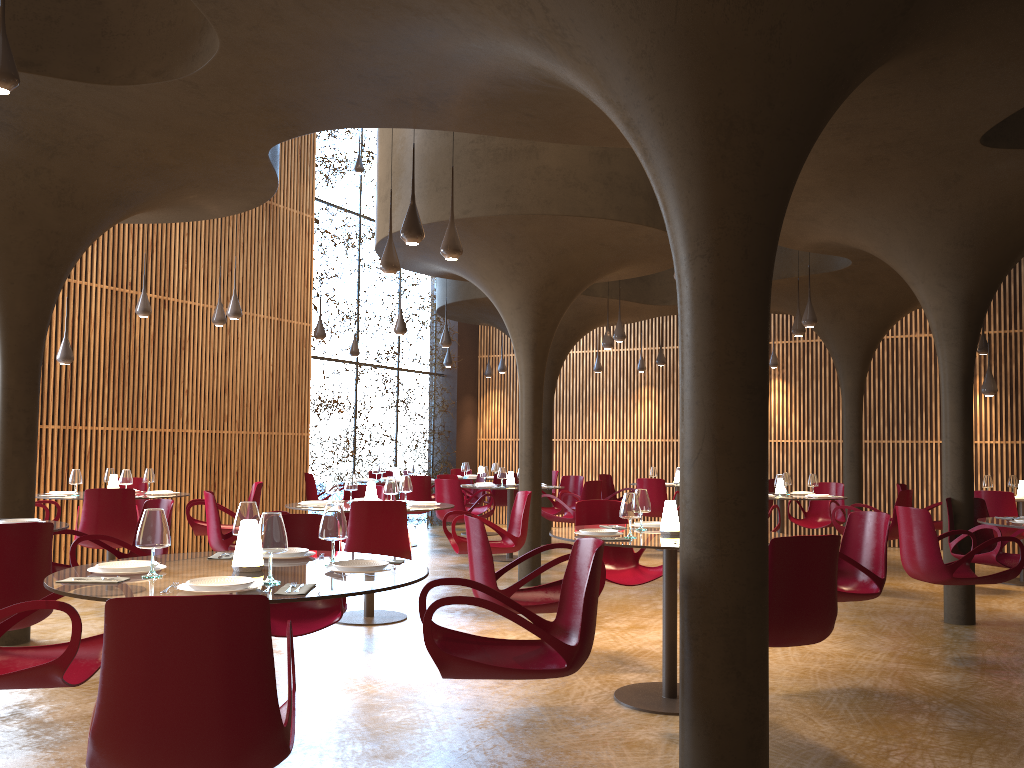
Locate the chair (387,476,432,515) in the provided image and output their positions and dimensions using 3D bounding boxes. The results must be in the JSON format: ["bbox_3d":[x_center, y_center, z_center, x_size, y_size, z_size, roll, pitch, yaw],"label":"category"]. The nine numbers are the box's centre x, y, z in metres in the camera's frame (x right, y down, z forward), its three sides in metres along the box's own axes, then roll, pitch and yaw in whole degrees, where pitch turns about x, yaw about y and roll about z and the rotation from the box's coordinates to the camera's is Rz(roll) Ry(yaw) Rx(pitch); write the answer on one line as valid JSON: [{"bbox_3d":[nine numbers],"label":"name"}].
[{"bbox_3d":[-1.626,1.789,14.342,0.625,0.635,0.873,2,-4,-21],"label":"chair"}]

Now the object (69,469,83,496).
[{"bbox_3d":[-4.909,1.107,9.974,0.142,0.295,0.142,-1,-3,30],"label":"object"}]

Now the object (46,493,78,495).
[{"bbox_3d":[-5.116,1.249,10.078,0.332,0.014,0.332,-1,-5,21],"label":"object"}]

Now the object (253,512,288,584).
[{"bbox_3d":[-1.020,0.693,3.749,0.142,0.295,0.142,0,-3,19],"label":"object"}]

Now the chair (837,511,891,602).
[{"bbox_3d":[2.295,1.251,6.428,0.873,0.635,0.626,2,-4,-16],"label":"chair"}]

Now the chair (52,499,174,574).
[{"bbox_3d":[-3.052,1.216,6.785,0.625,0.635,0.873,-2,-5,42],"label":"chair"}]

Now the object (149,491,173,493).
[{"bbox_3d":[-4.132,1.277,10.436,0.263,0.029,0.263,4,-6,-42],"label":"object"}]

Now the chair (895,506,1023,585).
[{"bbox_3d":[3.627,1.331,7.311,0.872,0.635,0.626,1,-3,-9],"label":"chair"}]

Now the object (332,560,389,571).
[{"bbox_3d":[-0.710,0.854,4.158,0.263,0.029,0.263,-1,-5,22],"label":"object"}]

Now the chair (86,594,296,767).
[{"bbox_3d":[-1.040,0.957,2.956,0.625,0.635,0.874,1,-4,-13],"label":"chair"}]

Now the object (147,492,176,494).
[{"bbox_3d":[-4.132,1.287,10.436,0.332,0.014,0.332,4,-5,-36],"label":"object"}]

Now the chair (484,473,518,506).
[{"bbox_3d":[-0.232,1.971,16.601,0.625,0.635,0.873,2,-4,-21],"label":"chair"}]

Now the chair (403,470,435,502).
[{"bbox_3d":[-1.701,2.008,17.331,0.873,0.635,0.625,2,-4,-26],"label":"chair"}]

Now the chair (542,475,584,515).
[{"bbox_3d":[0.801,1.840,14.661,0.625,0.635,0.873,-2,-5,39],"label":"chair"}]

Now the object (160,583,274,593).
[{"bbox_3d":[-1.175,0.816,3.563,0.410,0.012,0.204,1,-4,-7],"label":"object"}]

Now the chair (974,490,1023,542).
[{"bbox_3d":[6.030,1.628,10.970,0.625,0.635,0.873,-2,-5,40],"label":"chair"}]

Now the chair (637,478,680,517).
[{"bbox_3d":[2.336,1.834,14.351,0.625,0.635,0.874,-1,-4,24],"label":"chair"}]

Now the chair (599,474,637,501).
[{"bbox_3d":[1.978,1.942,15.865,0.873,0.635,0.625,-2,-4,34],"label":"chair"}]

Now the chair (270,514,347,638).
[{"bbox_3d":[-1.299,1.126,5.294,0.625,0.635,0.874,1,-4,-8],"label":"chair"}]

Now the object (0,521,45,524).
[{"bbox_3d":[-3.492,0.989,6.286,0.332,0.014,0.332,-1,-4,20],"label":"object"}]

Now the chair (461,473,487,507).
[{"bbox_3d":[-0.873,1.908,15.851,0.873,0.635,0.626,2,-4,-21],"label":"chair"}]

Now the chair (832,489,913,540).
[{"bbox_3d":[4.508,1.613,11.003,0.873,0.635,0.625,-2,-5,39],"label":"chair"}]

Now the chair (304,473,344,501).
[{"bbox_3d":[-3.095,1.826,15.073,0.873,0.635,0.625,2,-4,-26],"label":"chair"}]

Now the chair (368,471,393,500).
[{"bbox_3d":[-2.395,1.936,16.462,0.625,0.635,0.874,2,-4,-16],"label":"chair"}]

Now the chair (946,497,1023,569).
[{"bbox_3d":[4.652,1.437,8.589,0.625,0.635,0.874,1,-4,-14],"label":"chair"}]

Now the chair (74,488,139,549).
[{"bbox_3d":[-4.184,1.380,9.191,0.625,0.635,0.873,2,-4,-26],"label":"chair"}]

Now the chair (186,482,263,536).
[{"bbox_3d":[-3.454,1.496,10.658,0.873,0.635,0.626,2,-4,-21],"label":"chair"}]

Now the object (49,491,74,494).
[{"bbox_3d":[-5.116,1.240,10.079,0.263,0.029,0.263,2,-5,-24],"label":"object"}]

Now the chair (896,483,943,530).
[{"bbox_3d":[5.943,1.747,12.607,0.873,0.635,0.625,-2,-4,35],"label":"chair"}]

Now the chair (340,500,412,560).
[{"bbox_3d":[-1.186,1.304,7.685,0.625,0.635,0.874,1,-4,-13],"label":"chair"}]

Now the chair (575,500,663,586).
[{"bbox_3d":[0.855,1.299,7.310,0.625,0.635,0.874,2,-4,-16],"label":"chair"}]

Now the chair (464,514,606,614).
[{"bbox_3d":[0.115,1.183,5.849,0.872,0.635,0.626,1,-4,-11],"label":"chair"}]

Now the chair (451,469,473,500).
[{"bbox_3d":[-1.002,2.118,18.720,0.625,0.635,0.874,2,-4,-16],"label":"chair"}]

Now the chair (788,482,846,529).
[{"bbox_3d":[4.405,1.736,12.687,0.625,0.635,0.873,-2,-5,39],"label":"chair"}]

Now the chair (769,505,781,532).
[{"bbox_3d":[2.871,1.587,10.903,0.625,0.635,0.873,-2,-4,34],"label":"chair"}]

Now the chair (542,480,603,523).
[{"bbox_3d":[0.904,1.717,12.978,0.873,0.635,0.625,-2,-5,39],"label":"chair"}]

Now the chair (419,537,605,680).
[{"bbox_3d":[0.003,1.062,4.220,0.872,0.635,0.626,1,-3,-8],"label":"chair"}]

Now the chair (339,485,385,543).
[{"bbox_3d":[-1.660,1.460,9.889,0.625,0.635,0.874,1,-4,-8],"label":"chair"}]

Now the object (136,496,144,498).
[{"bbox_3d":[-4.151,1.248,9.817,0.126,0.017,0.262,2,-4,-16],"label":"object"}]

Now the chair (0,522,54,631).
[{"bbox_3d":[-3.027,1.092,5.099,0.873,0.635,0.625,-3,-5,42],"label":"chair"}]

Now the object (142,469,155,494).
[{"bbox_3d":[-4.328,1.157,10.566,0.142,0.295,0.142,-1,-4,34],"label":"object"}]

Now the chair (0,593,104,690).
[{"bbox_3d":[-2.237,1.017,3.951,0.872,0.635,0.626,1,-3,-3],"label":"chair"}]

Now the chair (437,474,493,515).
[{"bbox_3d":[-0.823,1.804,14.430,0.873,0.635,0.625,-3,-5,44],"label":"chair"}]

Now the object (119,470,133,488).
[{"bbox_3d":[-4.340,1.113,9.968,0.142,0.295,0.142,3,-4,-39],"label":"object"}]

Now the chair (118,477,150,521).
[{"bbox_3d":[-4.965,1.535,11.411,0.625,0.635,0.873,2,-4,-21],"label":"chair"}]

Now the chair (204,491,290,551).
[{"bbox_3d":[-2.542,1.356,8.608,0.873,0.635,0.626,2,-4,-18],"label":"chair"}]

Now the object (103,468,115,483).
[{"bbox_3d":[-4.802,1.153,10.585,0.142,0.295,0.142,3,-4,-43],"label":"object"}]

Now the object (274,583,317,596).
[{"bbox_3d":[-0.868,0.825,3.559,0.126,0.017,0.262,1,-4,-3],"label":"object"}]

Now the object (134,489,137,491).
[{"bbox_3d":[-4.714,1.297,10.794,0.263,0.029,0.263,-2,-5,32],"label":"object"}]

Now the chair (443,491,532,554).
[{"bbox_3d":[-0.234,1.417,9.078,0.873,0.635,0.626,2,-4,-13],"label":"chair"}]

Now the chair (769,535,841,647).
[{"bbox_3d":[1.439,1.138,5.031,0.625,0.635,0.873,2,-4,-21],"label":"chair"}]

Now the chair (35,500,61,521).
[{"bbox_3d":[-5.575,1.416,9.890,0.873,0.635,0.626,2,-4,-16],"label":"chair"}]

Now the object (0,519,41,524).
[{"bbox_3d":[-3.492,0.979,6.287,0.263,0.029,0.263,-2,-5,36],"label":"object"}]

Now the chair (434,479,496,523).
[{"bbox_3d":[-0.733,1.691,12.877,0.625,0.635,0.873,-2,-4,34],"label":"chair"}]

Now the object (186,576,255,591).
[{"bbox_3d":[-1.170,0.805,3.564,0.263,0.029,0.263,-1,-4,20],"label":"object"}]

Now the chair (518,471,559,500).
[{"bbox_3d":[0.521,2.090,18.110,0.873,0.635,0.626,2,-4,-21],"label":"chair"}]

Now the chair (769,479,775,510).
[{"bbox_3d":[3.931,1.881,14.735,0.873,0.635,0.626,-1,-4,29],"label":"chair"}]

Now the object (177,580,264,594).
[{"bbox_3d":[-1.170,0.815,3.564,0.332,0.014,0.332,-2,-5,36],"label":"object"}]

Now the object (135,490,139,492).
[{"bbox_3d":[-4.714,1.306,10.793,0.332,0.014,0.332,0,-4,3],"label":"object"}]
